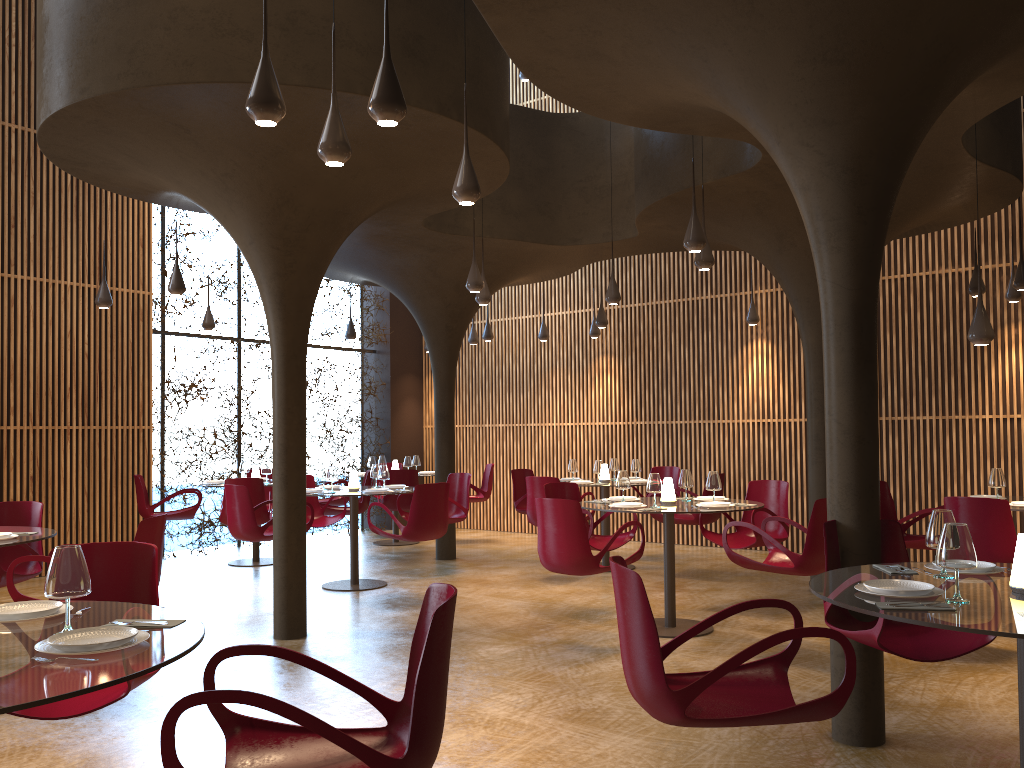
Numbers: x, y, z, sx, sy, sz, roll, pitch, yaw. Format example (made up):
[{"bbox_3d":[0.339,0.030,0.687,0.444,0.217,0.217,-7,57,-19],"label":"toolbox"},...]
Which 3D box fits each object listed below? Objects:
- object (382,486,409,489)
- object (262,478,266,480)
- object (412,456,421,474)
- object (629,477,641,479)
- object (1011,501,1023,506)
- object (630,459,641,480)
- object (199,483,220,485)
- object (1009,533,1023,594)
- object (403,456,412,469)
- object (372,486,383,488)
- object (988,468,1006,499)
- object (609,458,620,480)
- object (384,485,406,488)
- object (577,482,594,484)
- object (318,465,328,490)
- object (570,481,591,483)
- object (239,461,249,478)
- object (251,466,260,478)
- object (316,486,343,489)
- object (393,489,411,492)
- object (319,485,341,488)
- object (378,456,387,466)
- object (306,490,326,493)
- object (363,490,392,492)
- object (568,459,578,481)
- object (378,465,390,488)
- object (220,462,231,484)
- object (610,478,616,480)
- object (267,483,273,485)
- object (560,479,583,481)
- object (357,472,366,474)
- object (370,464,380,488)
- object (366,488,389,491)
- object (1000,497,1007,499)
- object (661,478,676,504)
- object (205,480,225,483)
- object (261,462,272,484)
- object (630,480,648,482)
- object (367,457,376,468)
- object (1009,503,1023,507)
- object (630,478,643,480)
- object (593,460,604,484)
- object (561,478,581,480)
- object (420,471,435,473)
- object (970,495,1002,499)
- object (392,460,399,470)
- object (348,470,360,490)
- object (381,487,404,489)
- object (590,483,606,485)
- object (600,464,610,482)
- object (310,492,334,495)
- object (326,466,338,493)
[{"bbox_3d":[-1.422,1.257,10.784,0.332,0.014,0.332,-2,-3,19],"label":"object"},{"bbox_3d":[-3.731,1.395,13.001,0.263,0.029,0.263,0,-3,-16],"label":"object"},{"bbox_3d":[-1.583,1.335,14.669,0.142,0.295,0.142,1,-2,-35],"label":"object"},{"bbox_3d":[1.616,1.281,12.023,0.263,0.029,0.263,2,-4,-42],"label":"object"},{"bbox_3d":[4.274,0.993,7.325,0.263,0.029,0.263,-3,-4,42],"label":"object"},{"bbox_3d":[1.619,1.129,11.576,0.142,0.295,0.142,0,-2,-10],"label":"object"},{"bbox_3d":[-4.124,1.366,12.083,0.262,0.017,0.126,0,-3,-8],"label":"object"},{"bbox_3d":[2.064,0.715,3.539,0.144,0.232,0.142,0,-2,-6],"label":"object"},{"bbox_3d":[-1.668,1.310,14.203,0.142,0.295,0.142,-1,-2,-3],"label":"object"},{"bbox_3d":[-1.610,1.280,11.021,0.262,0.017,0.126,2,-4,-42],"label":"object"},{"bbox_3d":[4.294,0.894,7.848,0.142,0.295,0.142,-1,-2,-5],"label":"object"},{"bbox_3d":[1.384,1.154,11.988,0.142,0.295,0.142,-2,-2,37],"label":"object"},{"bbox_3d":[-1.422,1.248,10.785,0.263,0.029,0.263,-3,-4,39],"label":"object"},{"bbox_3d":[0.874,1.256,11.245,0.332,0.014,0.332,-2,-3,26],"label":"object"},{"bbox_3d":[-2.263,1.123,10.661,0.142,0.295,0.142,0,-2,-15],"label":"object"},{"bbox_3d":[0.874,1.247,11.245,0.263,0.029,0.263,-4,-4,42],"label":"object"},{"bbox_3d":[-3.871,1.260,12.817,0.142,0.295,0.142,1,-2,-41],"label":"object"},{"bbox_3d":[-3.610,1.269,12.488,0.142,0.232,0.144,-1,-2,2],"label":"object"},{"bbox_3d":[-2.236,1.272,10.889,0.332,0.014,0.332,1,-3,-26],"label":"object"},{"bbox_3d":[-1.271,1.234,10.257,0.126,0.017,0.262,1,-4,-32],"label":"object"},{"bbox_3d":[-2.236,1.263,10.889,0.263,0.029,0.263,-3,-4,38],"label":"object"},{"bbox_3d":[-2.173,1.352,14.860,0.142,0.295,0.142,-2,-2,38],"label":"object"},{"bbox_3d":[-2.287,1.232,10.147,0.332,0.014,0.332,-2,-4,30],"label":"object"},{"bbox_3d":[-1.536,1.222,10.111,0.332,0.014,0.332,1,-3,-22],"label":"object"},{"bbox_3d":[0.809,1.148,11.756,0.142,0.295,0.142,-1,-2,9],"label":"object"},{"bbox_3d":[-1.497,1.097,10.344,0.142,0.295,0.142,-1,-2,12],"label":"object"},{"bbox_3d":[-3.957,1.230,12.255,0.142,0.295,0.142,-2,-2,36],"label":"object"},{"bbox_3d":[1.390,1.311,12.223,0.126,0.017,0.262,-3,-4,38],"label":"object"},{"bbox_3d":[-3.212,1.350,11.971,0.126,0.017,0.262,-1,-3,-2],"label":"object"},{"bbox_3d":[0.796,1.297,11.984,0.332,0.014,0.332,2,-4,-39],"label":"object"},{"bbox_3d":[-2.449,1.459,14.428,0.263,0.029,0.263,-2,-3,25],"label":"object"},{"bbox_3d":[-1.657,1.123,10.790,0.142,0.295,0.142,-2,-2,25],"label":"object"},{"bbox_3d":[-1.536,1.212,10.111,0.263,0.029,0.263,1,-4,-29],"label":"object"},{"bbox_3d":[4.317,1.043,8.076,0.332,0.014,0.332,1,-3,-24],"label":"object"},{"bbox_3d":[1.418,0.969,8.047,0.142,0.232,0.144,-1,-2,12],"label":"object"},{"bbox_3d":[-4.147,1.366,12.384,0.263,0.029,0.263,-1,-3,9],"label":"object"},{"bbox_3d":[-3.366,1.218,12.159,0.142,0.295,0.142,1,-2,-37],"label":"object"},{"bbox_3d":[1.620,1.243,11.340,0.263,0.029,0.263,-2,-3,16],"label":"object"},{"bbox_3d":[-2.259,1.322,14.298,0.142,0.295,0.142,-2,-2,36],"label":"object"},{"bbox_3d":[4.274,1.003,7.325,0.332,0.014,0.332,1,-3,-25],"label":"object"},{"bbox_3d":[1.616,1.290,12.022,0.332,0.014,0.332,-3,-4,35],"label":"object"},{"bbox_3d":[1.104,1.118,11.270,0.142,0.295,0.142,-2,-2,30],"label":"object"},{"bbox_3d":[0.796,1.288,11.985,0.263,0.029,0.263,0,-3,-17],"label":"object"},{"bbox_3d":[-1.381,1.453,14.547,0.263,0.029,0.263,-3,-4,40],"label":"object"},{"bbox_3d":[4.317,1.034,8.076,0.263,0.029,0.263,2,-4,-40],"label":"object"},{"bbox_3d":[-1.912,1.361,14.531,0.144,0.232,0.142,-1,-2,12],"label":"object"},{"bbox_3d":[-1.873,1.141,10.507,0.142,0.232,0.144,0,-2,-8],"label":"object"},{"bbox_3d":[-1.418,1.258,10.781,0.411,0.012,0.204,-4,-4,44],"label":"object"},{"bbox_3d":[1.085,1.249,11.028,0.126,0.017,0.262,-3,-4,42],"label":"object"},{"bbox_3d":[1.220,1.169,11.671,0.142,0.232,0.144,-1,-2,22],"label":"object"},{"bbox_3d":[-2.117,1.224,9.897,0.262,0.017,0.126,2,-4,-38],"label":"object"},{"bbox_3d":[-2.057,1.092,10.132,0.142,0.295,0.142,-2,-2,29],"label":"object"}]
